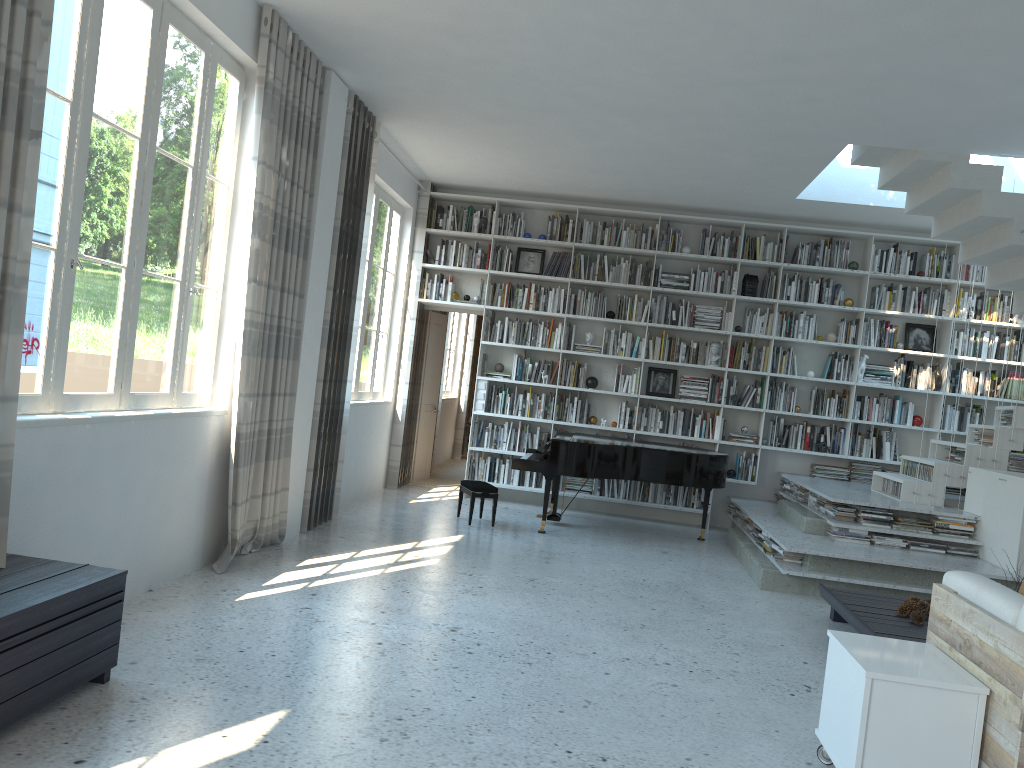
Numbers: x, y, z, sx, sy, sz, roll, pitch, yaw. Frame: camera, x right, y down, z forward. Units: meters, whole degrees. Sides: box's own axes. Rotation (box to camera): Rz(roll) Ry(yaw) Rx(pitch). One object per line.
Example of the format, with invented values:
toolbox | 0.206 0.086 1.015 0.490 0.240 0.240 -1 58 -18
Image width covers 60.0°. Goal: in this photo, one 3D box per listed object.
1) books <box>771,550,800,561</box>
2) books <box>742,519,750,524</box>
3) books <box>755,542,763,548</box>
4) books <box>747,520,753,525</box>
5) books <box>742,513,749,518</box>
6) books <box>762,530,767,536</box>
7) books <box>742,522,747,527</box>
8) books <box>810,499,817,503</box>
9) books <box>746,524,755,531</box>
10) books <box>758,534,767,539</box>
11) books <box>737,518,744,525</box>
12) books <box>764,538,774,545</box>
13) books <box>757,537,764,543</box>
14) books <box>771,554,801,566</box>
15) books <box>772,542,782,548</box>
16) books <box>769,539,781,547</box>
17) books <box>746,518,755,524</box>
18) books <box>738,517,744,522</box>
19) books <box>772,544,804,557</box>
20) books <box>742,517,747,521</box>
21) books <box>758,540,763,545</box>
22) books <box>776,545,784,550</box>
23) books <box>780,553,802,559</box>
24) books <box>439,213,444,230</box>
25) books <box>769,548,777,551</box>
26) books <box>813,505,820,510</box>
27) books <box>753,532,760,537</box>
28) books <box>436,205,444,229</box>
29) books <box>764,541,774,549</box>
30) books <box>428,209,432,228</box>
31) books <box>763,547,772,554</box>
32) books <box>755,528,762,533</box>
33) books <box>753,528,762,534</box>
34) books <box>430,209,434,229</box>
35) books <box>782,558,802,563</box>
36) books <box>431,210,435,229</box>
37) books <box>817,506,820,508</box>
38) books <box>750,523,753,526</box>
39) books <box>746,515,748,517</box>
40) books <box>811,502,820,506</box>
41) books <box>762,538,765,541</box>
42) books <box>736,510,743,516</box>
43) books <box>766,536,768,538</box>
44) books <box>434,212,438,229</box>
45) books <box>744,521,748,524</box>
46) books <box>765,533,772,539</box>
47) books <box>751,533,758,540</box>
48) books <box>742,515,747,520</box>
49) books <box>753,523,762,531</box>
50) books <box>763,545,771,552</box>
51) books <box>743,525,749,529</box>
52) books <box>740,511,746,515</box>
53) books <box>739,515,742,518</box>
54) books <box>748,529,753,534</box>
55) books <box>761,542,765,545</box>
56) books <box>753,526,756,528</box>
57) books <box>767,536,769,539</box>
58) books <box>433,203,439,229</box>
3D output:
books | 2.024 1.270 6.565 0.187 0.017 0.205 7 0 11
books | 2.207 1.262 8.085 0.159 0.011 0.246 7 0 2
books | 2.084 1.311 7.167 0.193 0.005 0.224 7 0 2
books | 2.173 1.224 7.776 0.165 0.014 0.235 7 0 1
books | 2.209 1.211 8.084 0.171 0.015 0.252 7 0 3
books | 2.118 1.221 7.163 0.141 0.028 0.222 7 0 1
books | 2.204 1.293 8.085 0.159 0.012 0.292 7 0 3
books | 2.684 1.023 7.683 0.177 0.015 0.187 7 0 11
books | 2.167 1.268 7.777 0.182 0.013 0.287 7 0 7
books | 2.101 1.242 7.165 0.180 0.017 0.182 7 0 3
books | 2.229 1.309 8.396 0.177 0.026 0.230 7 0 9
books | 2.068 1.231 6.866 0.168 0.013 0.281 7 0 1
books | 2.094 1.273 7.166 0.189 0.013 0.215 7 0 4
books | 2.027 1.302 6.565 0.184 0.017 0.230 7 0 8
books | 2.037 1.196 6.563 0.176 0.010 0.266 7 0 2
books | 2.032 1.183 6.563 0.192 0.014 0.256 7 0 2
books | 2.171 1.211 7.776 0.179 0.012 0.249 7 0 3
books | 2.238 1.290 8.395 0.172 0.014 0.221 7 0 7
books | 2.040 1.230 6.563 0.156 0.027 0.287 7 0 1
books | 2.205 1.238 8.085 0.169 0.009 0.241 7 0 2
books | 2.101 1.299 7.166 0.171 0.005 0.297 7 0 5
books | 2.043 1.209 6.562 0.164 0.015 0.243 7 0 10
books | 2.057 1.255 6.561 0.137 0.019 0.224 7 0 7
books | -0.738 -1.700 9.412 0.028 0.186 0.182 7 1 6
books | 2.073 1.280 6.866 0.170 0.006 0.268 7 0 6
books | 2.697 1.077 7.682 0.132 0.016 0.262 7 0 11
books | 2.133 1.275 7.469 0.177 0.011 0.220 7 0 8
books | -0.760 -1.744 9.413 0.025 0.269 0.177 7 1 6
books | 2.064 1.255 6.866 0.191 0.015 0.246 7 0 7
books | -0.866 -1.731 9.425 0.014 0.219 0.188 7 1 6
books | 2.052 1.303 6.868 0.191 0.016 0.209 7 0 11
books | 2.151 1.238 7.467 0.142 0.017 0.239 7 0 2
books | 2.137 1.257 7.469 0.160 0.025 0.244 7 0 1
books | -0.845 -1.733 9.444 0.024 0.228 0.130 7 1 6
books | 2.058 1.290 6.561 0.132 0.014 0.205 7 0 6
books | -0.823 -1.728 9.432 0.023 0.223 0.151 7 1 6
books | 2.708 1.064 7.681 0.136 0.013 0.258 7 0 6
books | 2.179 1.236 7.776 0.169 0.009 0.241 7 0 6
books | 2.213 1.198 8.084 0.174 0.011 0.227 7 0 5
books | 2.693 1.043 7.682 0.167 0.024 0.192 7 0 7
books | 2.102 1.254 7.165 0.171 0.007 0.260 7 0 9
books | 2.237 1.235 8.395 0.180 0.015 0.294 7 0 4
books | 2.078 1.214 6.865 0.175 0.006 0.251 7 0 6
books | -0.788 -1.710 9.422 0.024 0.195 0.167 7 1 6
books | 2.211 1.282 8.084 0.165 0.012 0.205 7 0 6
books | 2.072 1.184 6.865 0.182 0.016 0.256 7 0 9
books | 2.122 1.292 7.471 0.189 0.009 0.291 7 0 9
books | 2.200 1.225 8.085 0.182 0.016 0.199 7 0 11
books | 2.140 1.212 7.468 0.170 0.014 0.281 7 0 3
books | 2.058 1.284 6.867 0.191 0.006 0.275 7 0 8
books | 2.206 1.314 8.085 0.157 0.014 0.180 7 0 3
books | 2.200 1.188 8.085 0.193 0.005 0.224 7 0 2
books | 2.238 1.253 8.395 0.171 0.020 0.193 7 0 10
books | 2.165 1.306 7.778 0.161 0.008 0.254 7 0 11
books | 2.099 1.284 7.166 0.180 0.008 0.267 7 0 5
books | 2.183 1.246 7.775 0.155 0.009 0.297 7 0 7
books | 2.071 1.197 6.865 0.178 0.010 0.196 7 0 11
books | -0.802 -1.757 9.420 0.014 0.286 0.175 7 1 6
